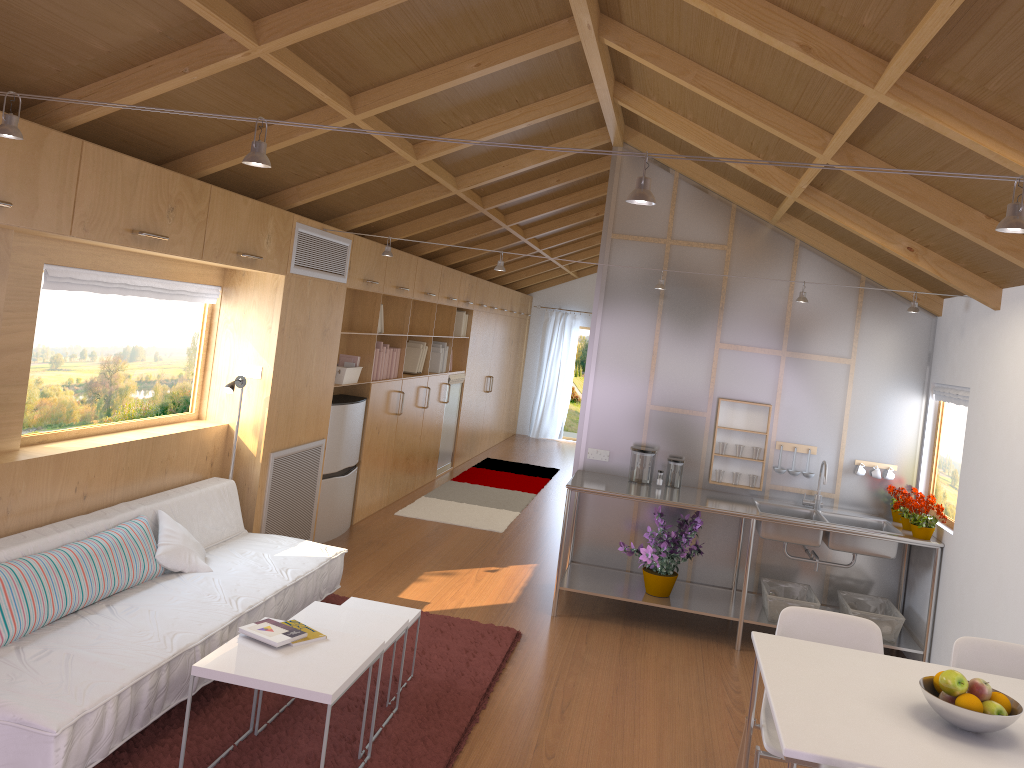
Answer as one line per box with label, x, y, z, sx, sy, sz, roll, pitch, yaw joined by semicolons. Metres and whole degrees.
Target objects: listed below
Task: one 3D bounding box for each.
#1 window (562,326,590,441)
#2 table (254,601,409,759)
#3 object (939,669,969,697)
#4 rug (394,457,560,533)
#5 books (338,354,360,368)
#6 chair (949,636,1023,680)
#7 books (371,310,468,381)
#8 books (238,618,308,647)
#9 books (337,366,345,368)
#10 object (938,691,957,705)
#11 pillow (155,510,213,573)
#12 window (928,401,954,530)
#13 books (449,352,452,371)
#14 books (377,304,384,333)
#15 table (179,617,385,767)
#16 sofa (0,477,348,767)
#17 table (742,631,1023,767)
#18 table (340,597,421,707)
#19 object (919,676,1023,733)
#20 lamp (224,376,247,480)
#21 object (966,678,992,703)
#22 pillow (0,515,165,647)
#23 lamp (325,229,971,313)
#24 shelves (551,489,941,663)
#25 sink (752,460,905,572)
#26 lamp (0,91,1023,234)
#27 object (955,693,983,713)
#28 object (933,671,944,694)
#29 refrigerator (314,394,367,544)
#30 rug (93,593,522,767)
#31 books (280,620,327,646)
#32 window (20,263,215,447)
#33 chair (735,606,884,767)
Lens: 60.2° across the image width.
window;1.086;0.000;13.788;0.876;1.787;0.025;7;-1;10
table;-0.704;1.160;3.535;0.425;0.383;0.458;7;2;10
object;1.198;0.812;2.398;0.070;0.069;0.077;7;2;11
rug;-0.198;1.067;9.078;0.918;0.011;3.720;8;4;10
books;-1.227;-0.120;6.593;0.150;0.192;0.088;7;0;10
chair;1.659;1.309;2.931;0.532;0.786;0.546;7;1;10
books;-0.871;-0.426;8.419;0.189;0.657;3.107;7;4;10
books;-0.863;0.896;3.190;0.194;0.016;0.152;9;4;30
books;-1.255;-0.121;6.427;0.082;0.007;0.105;5;4;-30
object;1.212;0.874;2.424;0.080;0.089;0.078;6;1;-31
pillow;-1.542;0.742;4.147;0.266;0.252;0.347;6;2;-26
window;2.545;0.409;5.092;0.026;0.795;0.723;7;1;10
books;-0.726;-0.289;9.373;0.176;0.297;0.279;7;1;10
books;-1.113;-0.556;6.992;0.176;0.297;0.279;7;1;10
table;-0.783;1.153;3.081;0.486;0.438;0.524;7;2;10
sofa;-1.524;0.934;3.787;0.864;0.628;2.353;8;3;10
table;1.284;1.313;2.473;1.211;0.743;0.898;8;2;10
table;-0.637;1.180;3.928;0.342;0.309;0.369;7;2;10
object;1.245;0.893;2.412;0.254;0.090;0.256;5;4;-37
lamp;-1.594;0.549;4.994;0.182;1.198;0.255;7;-1;-14
object;1.271;0.835;2.407;0.061;0.067;0.063;6;2;-42
pillow;-1.729;0.760;3.548;0.171;0.251;1.041;7;3;10
lamp;0.679;-0.661;5.233;3.834;0.153;0.072;8;0;10
shelves;1.355;1.126;5.358;2.096;0.753;0.631;8;1;10
sink;1.866;0.790;5.303;0.811;0.641;0.563;8;1;10
lamp;0.109;-0.525;2.094;3.834;0.153;0.072;8;0;10
object;1.217;0.860;2.353;0.067;0.067;0.068;7;2;-14
object;1.224;0.844;2.490;0.067;0.067;0.068;7;2;-14
refrigerator;-1.320;0.600;6.470;0.262;0.987;0.712;7;1;10
rug;-1.099;1.300;3.808;1.888;0.020;2.479;8;4;10
books;-0.801;0.915;3.248;0.194;0.016;0.152;10;5;40
window;-1.943;-0.156;4.458;0.035;0.790;1.495;7;3;10
chair;1.079;1.229;3.039;0.532;0.786;0.546;7;1;10
